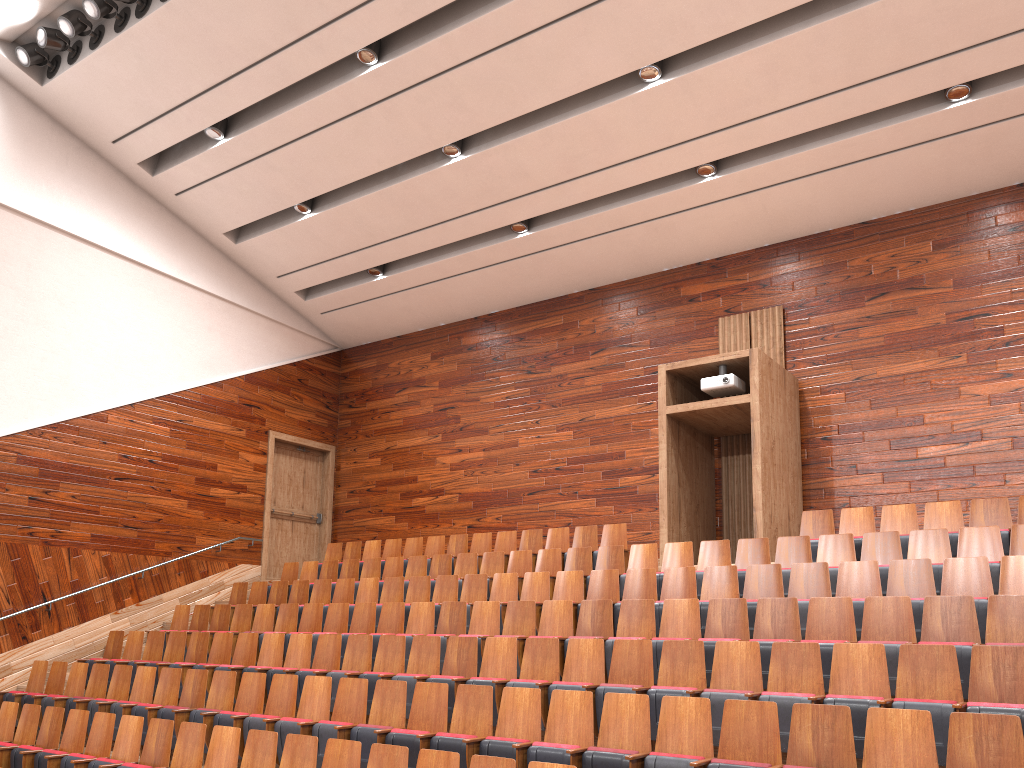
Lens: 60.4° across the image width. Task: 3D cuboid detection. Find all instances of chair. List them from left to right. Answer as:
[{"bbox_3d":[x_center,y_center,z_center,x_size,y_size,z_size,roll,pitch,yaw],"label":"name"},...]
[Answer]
[{"bbox_3d":[-0.011,0.232,0.606,1.193,0.364,0.785,-10,-18,34],"label":"chair"}]

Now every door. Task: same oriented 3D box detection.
[{"bbox_3d":[-0.353,0.207,1.430,0.024,0.234,0.142,-5,-13,34],"label":"door"}]

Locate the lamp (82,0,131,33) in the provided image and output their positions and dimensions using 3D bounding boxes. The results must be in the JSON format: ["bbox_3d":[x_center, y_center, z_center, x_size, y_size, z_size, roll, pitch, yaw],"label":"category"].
[{"bbox_3d":[-0.436,-0.402,0.941,0.031,0.031,0.046,-8,-16,34],"label":"lamp"}]

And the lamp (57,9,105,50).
[{"bbox_3d":[-0.478,-0.394,0.970,0.031,0.031,0.046,-8,-16,34],"label":"lamp"}]

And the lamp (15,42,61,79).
[{"bbox_3d":[-0.553,-0.380,1.022,0.031,0.030,0.045,-8,-16,34],"label":"lamp"}]

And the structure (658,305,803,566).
[{"bbox_3d":[0.254,0.052,1.016,0.117,0.321,0.146,-6,-12,35],"label":"structure"}]

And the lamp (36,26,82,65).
[{"bbox_3d":[-0.515,-0.387,0.996,0.031,0.030,0.045,-8,-16,34],"label":"lamp"}]

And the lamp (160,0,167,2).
[{"bbox_3d":[-0.367,-0.415,0.893,0.031,0.031,0.046,-8,-16,34],"label":"lamp"}]

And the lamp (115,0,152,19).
[{"bbox_3d":[-0.403,-0.407,0.918,0.031,0.030,0.045,-8,-16,34],"label":"lamp"}]

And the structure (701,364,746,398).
[{"bbox_3d":[0.232,-0.006,0.970,0.038,0.031,0.041,-8,-16,34],"label":"structure"}]
